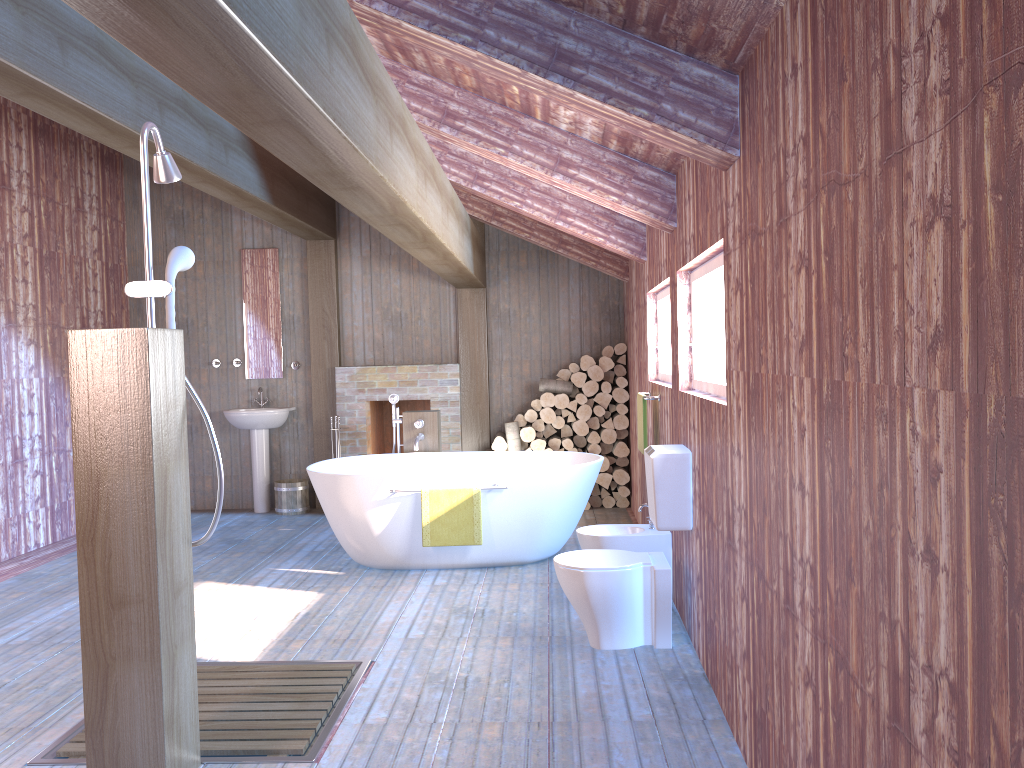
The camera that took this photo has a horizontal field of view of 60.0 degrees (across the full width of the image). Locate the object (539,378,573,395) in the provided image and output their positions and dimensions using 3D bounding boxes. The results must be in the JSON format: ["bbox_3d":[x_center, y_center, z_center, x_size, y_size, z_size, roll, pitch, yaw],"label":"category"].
[{"bbox_3d":[0.384,0.022,7.754,0.302,0.157,0.121,-1,2,3],"label":"object"}]

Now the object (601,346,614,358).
[{"bbox_3d":[0.845,-0.278,7.862,0.104,0.121,0.270,-1,2,4],"label":"object"}]

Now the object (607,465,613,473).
[{"bbox_3d":[0.857,0.746,7.848,0.057,0.061,0.156,-2,2,2],"label":"object"}]

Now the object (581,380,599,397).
[{"bbox_3d":[0.686,0.038,7.844,0.143,0.151,0.440,-2,2,3],"label":"object"}]

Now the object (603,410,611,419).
[{"bbox_3d":[0.836,0.266,7.833,0.067,0.069,0.177,-2,2,3],"label":"object"}]

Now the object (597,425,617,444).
[{"bbox_3d":[0.839,0.446,7.858,0.137,0.133,0.437,-2,2,1],"label":"object"}]

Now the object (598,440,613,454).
[{"bbox_3d":[0.835,0.560,7.955,0.118,0.106,0.319,-2,2,0],"label":"object"}]

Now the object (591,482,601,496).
[{"bbox_3d":[0.724,0.917,7.970,0.125,0.132,0.320,-2,2,1],"label":"object"}]

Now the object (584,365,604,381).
[{"bbox_3d":[0.722,-0.099,7.839,0.141,0.143,0.437,-2,2,1],"label":"object"}]

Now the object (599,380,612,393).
[{"bbox_3d":[0.824,0.022,7.836,0.089,0.106,0.437,-1,2,4],"label":"object"}]

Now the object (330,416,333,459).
[{"bbox_3d":[-1.643,0.706,7.846,0.136,0.846,0.062,-2,2,-16],"label":"object"}]

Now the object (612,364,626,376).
[{"bbox_3d":[0.952,-0.122,7.864,0.107,0.115,0.269,-1,2,4],"label":"object"}]

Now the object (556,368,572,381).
[{"bbox_3d":[0.470,-0.076,7.946,0.140,0.121,0.319,-1,2,4],"label":"object"}]

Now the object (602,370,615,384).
[{"bbox_3d":[0.849,-0.066,7.935,0.132,0.119,0.319,-1,2,4],"label":"object"}]

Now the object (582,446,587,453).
[{"bbox_3d":[0.628,0.625,7.863,0.115,0.112,0.423,-2,2,3],"label":"object"}]

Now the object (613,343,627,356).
[{"bbox_3d":[0.951,-0.304,7.858,0.112,0.113,0.271,-2,2,3],"label":"object"}]

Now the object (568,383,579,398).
[{"bbox_3d":[0.540,0.055,7.947,0.121,0.124,0.291,-1,2,3],"label":"object"}]

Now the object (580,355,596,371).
[{"bbox_3d":[0.668,-0.190,7.856,0.135,0.139,0.456,-1,2,4],"label":"object"}]

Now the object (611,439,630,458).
[{"bbox_3d":[0.947,0.558,7.871,0.139,0.137,0.455,-2,2,1],"label":"object"}]

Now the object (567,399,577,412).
[{"bbox_3d":[0.521,0.191,7.852,0.109,0.124,0.424,-2,2,2],"label":"object"}]

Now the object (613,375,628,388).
[{"bbox_3d":[0.955,-0.026,7.830,0.102,0.109,0.438,-2,2,3],"label":"object"}]

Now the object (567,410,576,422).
[{"bbox_3d":[0.529,0.281,7.862,0.085,0.096,0.280,-1,2,3],"label":"object"}]

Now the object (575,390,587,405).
[{"bbox_3d":[0.609,0.118,7.846,0.102,0.109,0.438,-2,2,3],"label":"object"}]

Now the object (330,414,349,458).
[{"bbox_3d":[-1.570,0.713,7.895,0.276,0.888,0.333,0,3,44],"label":"object"}]

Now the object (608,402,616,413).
[{"bbox_3d":[0.898,0.207,7.885,0.088,0.092,0.280,-1,2,3],"label":"object"}]

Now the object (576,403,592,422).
[{"bbox_3d":[0.635,0.246,7.853,0.136,0.157,0.439,-2,2,3],"label":"object"}]

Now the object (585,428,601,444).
[{"bbox_3d":[0.712,0.460,7.832,0.114,0.113,0.301,-2,2,0],"label":"object"}]

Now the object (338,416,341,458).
[{"bbox_3d":[-1.497,0.715,7.828,0.126,0.871,0.206,-3,3,-45],"label":"object"}]

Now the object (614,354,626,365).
[{"bbox_3d":[0.958,-0.219,7.876,0.081,0.100,0.281,-2,2,2],"label":"object"}]

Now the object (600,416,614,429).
[{"bbox_3d":[0.836,0.329,7.847,0.115,0.112,0.423,-2,2,3],"label":"object"}]

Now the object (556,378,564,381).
[{"bbox_3d":[0.419,0.010,7.949,0.113,0.130,0.291,-1,2,4],"label":"object"}]

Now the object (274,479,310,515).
[{"bbox_3d":[-1.985,1.018,7.999,0.309,0.290,0.308,-1,2,13],"label":"object"}]

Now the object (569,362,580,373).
[{"bbox_3d":[0.549,-0.145,7.833,0.094,0.097,0.227,-1,2,3],"label":"object"}]

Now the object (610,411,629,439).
[{"bbox_3d":[0.952,0.372,7.853,0.137,0.256,0.439,-2,2,3],"label":"object"}]

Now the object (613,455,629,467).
[{"bbox_3d":[0.967,0.663,7.907,0.114,0.113,0.301,-2,2,0],"label":"object"}]

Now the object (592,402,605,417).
[{"bbox_3d":[0.762,0.221,7.845,0.102,0.109,0.438,-2,2,3],"label":"object"}]

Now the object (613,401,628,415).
[{"bbox_3d":[0.958,0.206,7.838,0.102,0.109,0.438,-2,2,3],"label":"object"}]

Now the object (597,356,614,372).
[{"bbox_3d":[0.828,-0.179,7.852,0.133,0.142,0.456,-1,2,4],"label":"object"}]

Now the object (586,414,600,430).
[{"bbox_3d":[0.709,0.332,7.839,0.111,0.118,0.302,-2,2,2],"label":"object"}]

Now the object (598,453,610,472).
[{"bbox_3d":[0.784,0.680,7.867,0.138,0.147,0.440,-2,2,3],"label":"object"}]

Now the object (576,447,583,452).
[{"bbox_3d":[0.597,0.591,7.851,0.054,0.056,0.146,-2,2,3],"label":"object"}]

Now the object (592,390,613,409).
[{"bbox_3d":[0.797,0.138,7.871,0.172,0.151,0.482,-1,2,4],"label":"object"}]

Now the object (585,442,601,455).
[{"bbox_3d":[0.717,0.568,7.831,0.116,0.117,0.289,-2,2,0],"label":"object"}]

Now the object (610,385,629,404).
[{"bbox_3d":[0.946,0.088,7.838,0.147,0.152,0.439,-2,2,3],"label":"object"}]

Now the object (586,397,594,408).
[{"bbox_3d":[0.684,0.164,7.826,0.095,0.090,0.278,-1,2,4],"label":"object"}]

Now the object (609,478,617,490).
[{"bbox_3d":[0.896,0.889,7.913,0.085,0.091,0.280,-2,2,1],"label":"object"}]

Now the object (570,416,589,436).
[{"bbox_3d":[0.595,0.371,7.858,0.141,0.143,0.437,-2,2,1],"label":"object"}]

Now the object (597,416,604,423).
[{"bbox_3d":[0.778,0.304,7.836,0.065,0.069,0.177,-2,2,2],"label":"object"}]

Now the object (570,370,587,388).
[{"bbox_3d":[0.586,-0.049,7.863,0.139,0.148,0.458,-2,2,3],"label":"object"}]

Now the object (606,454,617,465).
[{"bbox_3d":[0.886,0.673,7.906,0.088,0.092,0.280,-2,2,2],"label":"object"}]
